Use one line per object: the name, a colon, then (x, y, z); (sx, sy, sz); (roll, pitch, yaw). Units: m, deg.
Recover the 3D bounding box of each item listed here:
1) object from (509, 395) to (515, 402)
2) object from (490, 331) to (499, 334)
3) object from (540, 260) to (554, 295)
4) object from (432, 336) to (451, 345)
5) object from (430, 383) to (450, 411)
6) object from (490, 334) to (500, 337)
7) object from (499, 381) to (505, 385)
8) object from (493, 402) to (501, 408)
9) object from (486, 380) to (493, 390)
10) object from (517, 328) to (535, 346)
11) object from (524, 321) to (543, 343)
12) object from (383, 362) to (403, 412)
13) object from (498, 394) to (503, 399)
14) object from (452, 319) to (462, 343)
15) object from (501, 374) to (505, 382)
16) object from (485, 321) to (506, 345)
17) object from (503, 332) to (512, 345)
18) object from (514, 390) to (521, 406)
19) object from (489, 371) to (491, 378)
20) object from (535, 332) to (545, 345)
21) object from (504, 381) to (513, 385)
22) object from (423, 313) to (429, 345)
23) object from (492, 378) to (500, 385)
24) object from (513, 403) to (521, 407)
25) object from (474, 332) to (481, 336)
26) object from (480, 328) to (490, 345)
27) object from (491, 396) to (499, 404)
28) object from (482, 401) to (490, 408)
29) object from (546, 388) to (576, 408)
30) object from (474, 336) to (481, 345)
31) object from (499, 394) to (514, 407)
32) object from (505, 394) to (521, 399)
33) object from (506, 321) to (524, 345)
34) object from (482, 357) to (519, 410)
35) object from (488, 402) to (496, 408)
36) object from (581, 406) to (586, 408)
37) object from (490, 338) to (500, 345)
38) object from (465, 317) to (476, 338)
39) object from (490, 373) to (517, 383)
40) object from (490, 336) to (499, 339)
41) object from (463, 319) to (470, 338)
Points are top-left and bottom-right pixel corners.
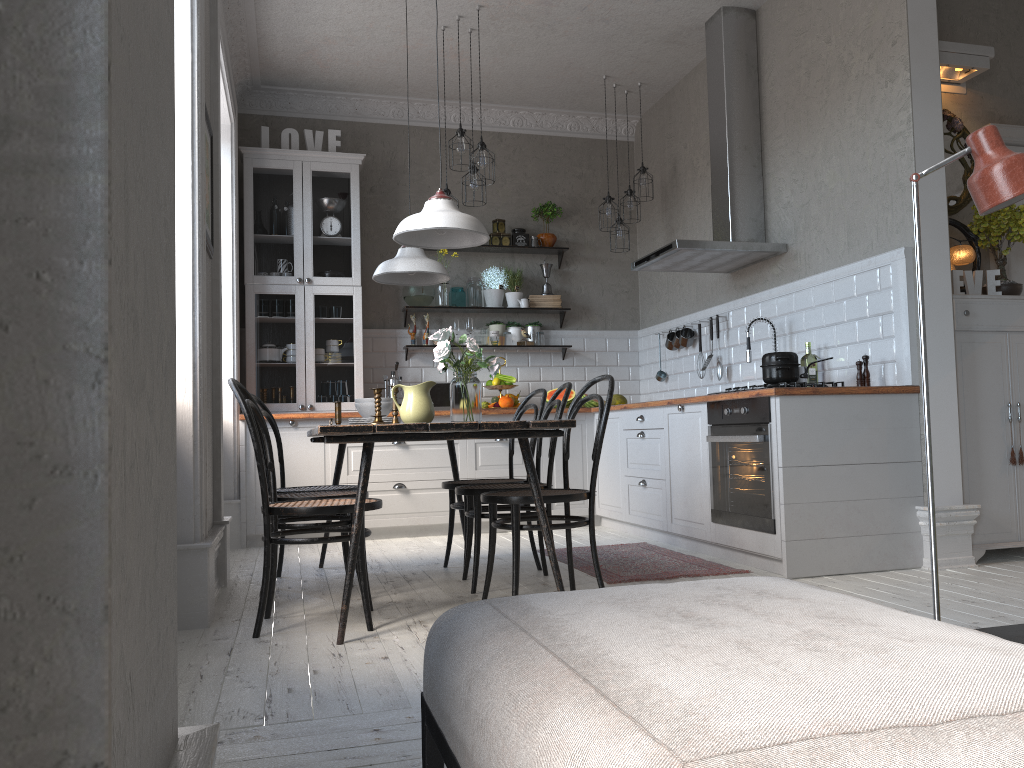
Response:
object: (-0.024, 0.126, 6.743); (0.088, 0.078, 0.088); (-2, -3, 11)
object: (-0.135, -0.385, 6.899); (0.078, 0.051, 0.076); (0, -4, -30)
object: (0.279, -0.847, 7.147); (0.133, 0.287, 0.128); (0, -4, -30)
object: (-0.551, -0.345, 6.842); (0.180, 0.111, 0.094); (1, -4, -38)
object: (-0.499, 0.106, 6.694); (0.355, 0.226, 0.087); (-1, -3, -16)
object: (-0.135, -0.360, 6.898); (0.077, 0.051, 0.077); (-2, -3, 3)
object: (-0.083, 0.009, 6.727); (0.064, 0.061, 0.066); (-1, -3, -15)
object: (-0.140, 0.177, 6.755); (0.071, 0.076, 0.225); (1, -4, -33)
object: (-0.152, 0.006, 6.769); (0.097, 0.078, 0.099); (0, -4, -28)
object: (0.112, -0.371, 7.019); (0.098, 0.147, 0.121); (-4, -4, 42)
object: (0.176, -0.399, 7.138); (0.161, 0.213, 0.151); (-1, -3, -18)
object: (-0.858, 0.034, 6.504); (0.208, 0.370, 0.349); (-1, -3, -15)
object: (-0.083, 0.123, 6.844); (0.086, 0.093, 0.085); (0, -3, -19)
object: (-0.430, -0.398, 6.922); (0.083, 0.217, 0.080); (0, -4, -29)
object: (-0.060, -0.041, 6.837); (0.180, 0.096, 0.088); (-2, -3, 4)
object: (-0.132, -0.402, 7.032); (0.160, 0.217, 0.153); (1, -4, -35)
object: (-0.036, -0.352, 6.983); (0.079, 0.108, 0.076); (0, -3, -22)
object: (0.031, 0.107, 6.827); (0.061, 0.120, 0.126); (-2, -3, 9)
object: (-0.137, -0.076, 6.751); (0.074, 0.058, 0.050); (1, -4, -38)
object: (0.223, -0.357, 7.032); (0.079, 0.108, 0.076); (0, -3, -22)
object: (-0.037, 0.012, 6.776); (0.077, 0.062, 0.098); (1, -4, -42)
object: (-0.659, -0.417, 6.841); (0.052, 0.264, 0.062); (-3, -3, 21)
object: (-0.120, -0.014, 6.703); (0.059, 0.069, 0.079); (-2, -3, 4)
object: (0.027, 0.171, 6.747); (0.088, 0.051, 0.069); (-4, -4, 32)
object: (-0.260, -0.366, 6.984); (0.077, 0.083, 0.078); (-2, -3, 2)
object: (-0.212, -0.366, 6.921); (0.080, 0.139, 0.077); (1, -4, -43)
object: (-0.115, 0.134, 6.841); (0.078, 0.076, 0.155); (-2, -3, 12)
object: (-0.199, 0.166, 6.760); (0.076, 0.072, 0.153); (-2, -3, 15)
object: (0.367, 0.112, 6.732); (0.235, 0.174, 0.218); (-2, -3, 6)
object: (-0.259, -0.333, 6.982); (0.077, 0.083, 0.078); (-2, -3, 2)
object: (-0.044, 0.133, 6.659); (0.109, 0.110, 0.115); (-4, -4, 42)
object: (0.002, 0.102, 6.826); (0.129, 0.056, 0.059); (0, -4, -23)
object: (0.018, -0.399, 7.084); (0.172, 0.214, 0.149); (-2, -3, 14)
object: (-0.090, 0.002, 6.782); (0.358, 0.425, 0.345); (0, -4, -30)
object: (-0.151, 0.167, 6.737); (0.084, 0.057, 0.089); (-3, -3, 17)
object: (0.546, 0.176, 7.008); (0.200, 0.067, 0.102); (-1, -3, -10)
object: (-0.134, -0.326, 6.896); (0.078, 0.051, 0.076); (0, -4, -22)
object: (-0.321, -0.405, 6.857); (0.083, 0.217, 0.080); (0, -4, -29)
object: (-0.071, -0.055, 6.764); (0.212, 0.101, 0.066); (-1, -3, -10)
object: (-0.134, -0.343, 6.897); (0.078, 0.051, 0.076); (0, -4, -22)
object: (-0.345, -0.399, 6.943); (0.083, 0.217, 0.080); (0, -4, -29)
